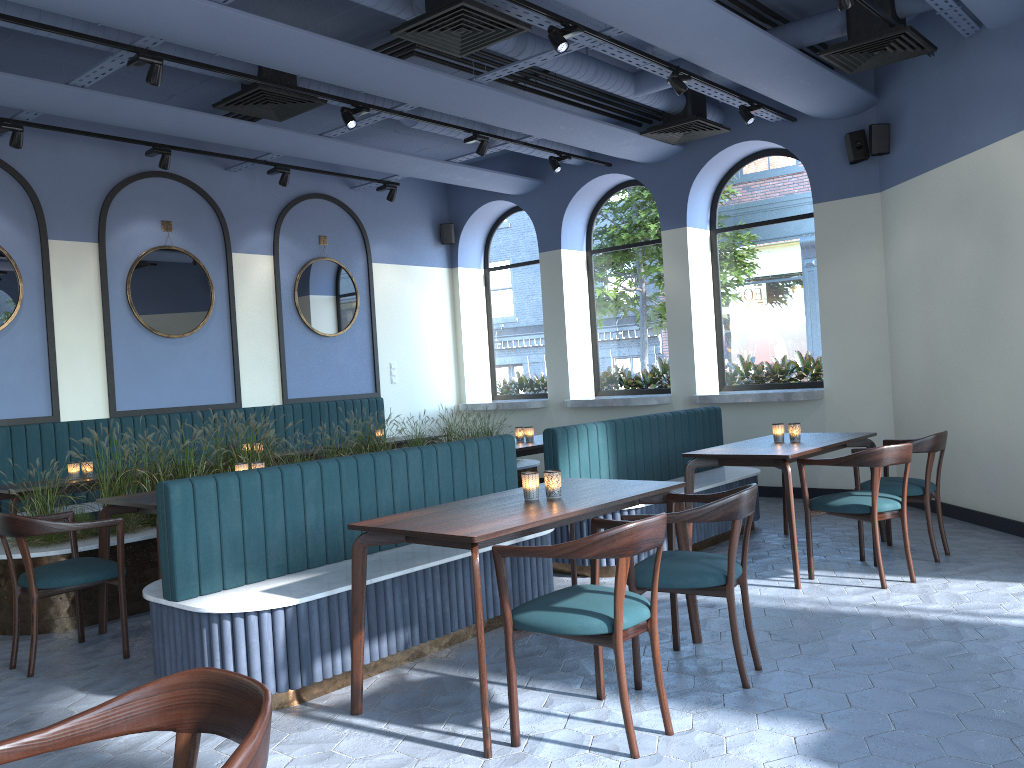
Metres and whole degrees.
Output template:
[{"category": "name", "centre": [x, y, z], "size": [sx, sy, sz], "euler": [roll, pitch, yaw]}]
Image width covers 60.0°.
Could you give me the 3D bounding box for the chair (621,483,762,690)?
[{"category": "chair", "centre": [0.782, 0.824, 3.734], "size": [0.525, 0.793, 0.618], "euler": [-3, 1, 27]}]

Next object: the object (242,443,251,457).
[{"category": "object", "centre": [-2.233, 0.556, 7.471], "size": [0.078, 0.120, 0.078], "euler": [-3, 1, 24]}]

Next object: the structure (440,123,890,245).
[{"category": "structure", "centre": [-2.141, -1.699, 4.430], "size": [7.261, 0.268, 13.143], "euler": [-3, 1, 24]}]

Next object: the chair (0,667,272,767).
[{"category": "chair", "centre": [-0.639, 0.934, 1.424], "size": [0.618, 0.793, 0.525], "euler": [-3, 1, 40]}]

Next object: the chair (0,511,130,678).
[{"category": "chair", "centre": [-2.289, 1.008, 4.491], "size": [0.618, 0.793, 0.525], "euler": [-3, 1, 40]}]

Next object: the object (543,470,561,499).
[{"category": "object", "centre": [0.180, 0.440, 3.889], "size": [0.078, 0.120, 0.078], "euler": [-3, 1, 24]}]

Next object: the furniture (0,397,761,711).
[{"category": "furniture", "centre": [-1.268, 0.743, 6.729], "size": [4.703, 1.150, 4.800], "euler": [-3, 1, 41]}]

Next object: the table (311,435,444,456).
[{"category": "table", "centre": [-1.233, 0.922, 8.528], "size": [0.548, 0.755, 1.332], "euler": [-3, 1, 41]}]

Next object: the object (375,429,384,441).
[{"category": "object", "centre": [-1.261, 0.487, 8.456], "size": [0.078, 0.120, 0.078], "euler": [-3, 1, 24]}]

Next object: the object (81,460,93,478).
[{"category": "object", "centre": [-3.081, 0.619, 6.434], "size": [0.078, 0.120, 0.078], "euler": [-4, 1, -32]}]

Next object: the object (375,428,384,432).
[{"category": "object", "centre": [-1.273, 0.486, 8.553], "size": [0.078, 0.120, 0.078], "euler": [-3, 1, 24]}]

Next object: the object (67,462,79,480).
[{"category": "object", "centre": [-3.141, 0.623, 6.357], "size": [0.078, 0.120, 0.078], "euler": [-4, 1, -32]}]

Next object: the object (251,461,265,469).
[{"category": "object", "centre": [-1.538, 0.533, 5.382], "size": [0.078, 0.120, 0.078], "euler": [-3, 1, 24]}]

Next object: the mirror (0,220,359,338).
[{"category": "mirror", "centre": [-3.139, -0.970, 8.242], "size": [0.026, 1.089, 4.357], "euler": [-3, 1, 41]}]

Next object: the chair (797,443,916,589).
[{"category": "chair", "centre": [2.051, 0.732, 5.131], "size": [0.618, 0.793, 0.525], "euler": [-4, 1, -25]}]

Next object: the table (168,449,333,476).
[{"category": "table", "centre": [-2.148, 0.989, 7.471], "size": [0.548, 0.755, 1.332], "euler": [-3, 1, 41]}]

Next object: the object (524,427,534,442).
[{"category": "object", "centre": [0.142, 0.411, 7.249], "size": [0.078, 0.120, 0.078], "euler": [-4, 1, -32]}]

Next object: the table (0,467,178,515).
[{"category": "table", "centre": [-3.049, 1.055, 6.430], "size": [0.548, 0.755, 1.285], "euler": [-3, 1, 41]}]

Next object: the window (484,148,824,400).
[{"category": "window", "centre": [1.421, -1.015, 4.211], "size": [3.897, 2.394, 14.212], "euler": [-4, 1, 2]}]

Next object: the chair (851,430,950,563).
[{"category": "chair", "centre": [2.500, 0.700, 5.649], "size": [0.525, 0.793, 0.618], "euler": [-3, 1, 40]}]

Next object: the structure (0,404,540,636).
[{"category": "structure", "centre": [-1.526, 0.729, 6.952], "size": [1.143, 1.207, 4.878], "euler": [-3, 1, 42]}]

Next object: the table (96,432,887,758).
[{"category": "table", "centre": [-0.936, 0.953, 3.263], "size": [3.997, 0.755, 9.778], "euler": [-3, 1, 25]}]

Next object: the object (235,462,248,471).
[{"category": "object", "centre": [-1.635, 0.539, 5.370], "size": [0.078, 0.120, 0.078], "euler": [-3, 1, 24]}]

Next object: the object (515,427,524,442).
[{"category": "object", "centre": [0.065, 0.415, 7.309], "size": [0.078, 0.120, 0.078], "euler": [-4, 1, -32]}]

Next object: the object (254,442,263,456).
[{"category": "object", "centre": [-2.136, 0.550, 7.483], "size": [0.078, 0.120, 0.078], "euler": [-3, 1, 24]}]

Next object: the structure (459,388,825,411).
[{"category": "structure", "centre": [1.276, 0.223, 4.212], "size": [4.315, 0.080, 14.155], "euler": [-4, 1, 2]}]

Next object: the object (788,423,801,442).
[{"category": "object", "centre": [1.855, 0.318, 5.816], "size": [0.078, 0.120, 0.078], "euler": [-4, 1, -32]}]

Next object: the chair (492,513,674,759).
[{"category": "chair", "centre": [0.307, 0.859, 3.189], "size": [0.525, 0.793, 0.618], "euler": [-3, 1, 40]}]

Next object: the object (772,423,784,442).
[{"category": "object", "centre": [1.765, 0.323, 5.872], "size": [0.078, 0.120, 0.078], "euler": [-4, 1, -32]}]

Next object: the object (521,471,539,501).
[{"category": "object", "centre": [0.083, 0.446, 3.877], "size": [0.078, 0.120, 0.078], "euler": [-3, 1, 24]}]
